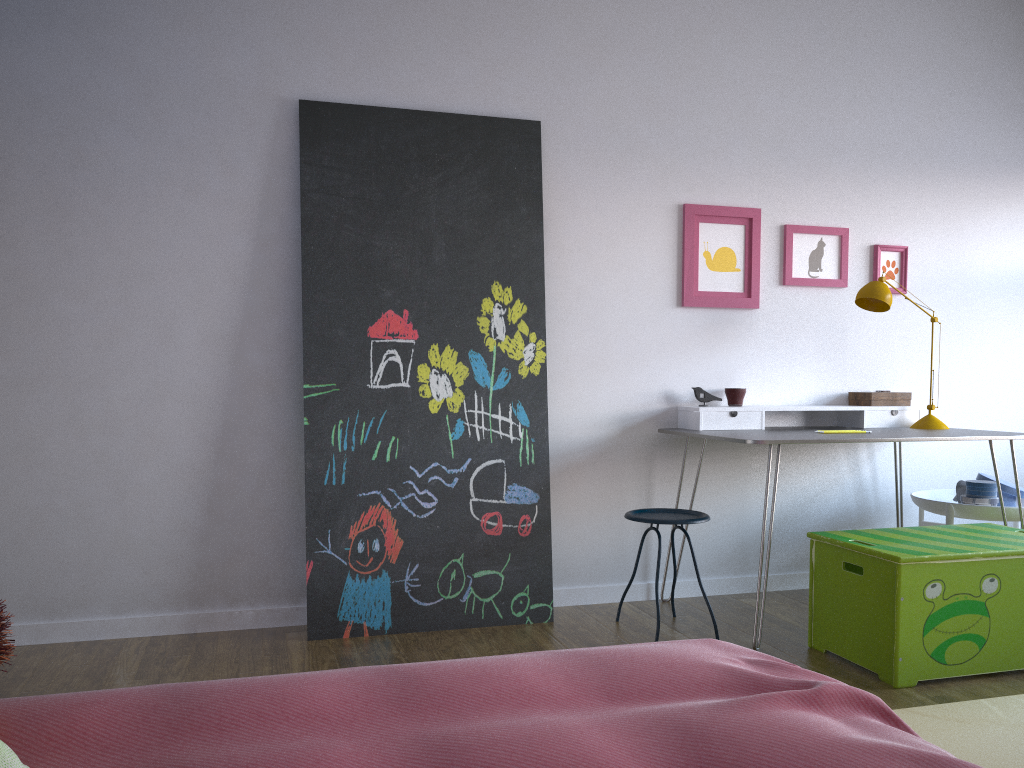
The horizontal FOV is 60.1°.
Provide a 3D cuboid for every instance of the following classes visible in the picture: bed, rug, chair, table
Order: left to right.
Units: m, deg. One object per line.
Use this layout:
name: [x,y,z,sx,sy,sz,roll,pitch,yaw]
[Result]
bed: [-0.179,0.550,0.936,2.317,0.813,1.923,0,1,-16]
chair: [0.590,0.725,3.389,0.325,0.463,0.363,0,2,-16]
table: [1.361,0.575,3.660,1.335,0.760,0.806,0,2,-16]
rug: [1.573,0.953,1.564,1.200,0.006,2.197,0,0,-16]

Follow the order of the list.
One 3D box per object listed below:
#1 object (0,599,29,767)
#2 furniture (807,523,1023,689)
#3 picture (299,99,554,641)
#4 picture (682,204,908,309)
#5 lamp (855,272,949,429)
object: [-0.561,0.342,0.862,0.251,0.343,0.285,1,2,18]
furniture: [1.513,0.742,3.075,0.812,0.420,0.480,0,2,-16]
picture: [-0.319,-0.059,3.431,0.958,2.025,0.207,-1,3,-16]
picture: [1.296,-0.555,3.992,1.153,0.441,0.027,0,3,-16]
lamp: [1.679,-0.137,3.790,0.558,0.667,0.161,-1,3,-32]
